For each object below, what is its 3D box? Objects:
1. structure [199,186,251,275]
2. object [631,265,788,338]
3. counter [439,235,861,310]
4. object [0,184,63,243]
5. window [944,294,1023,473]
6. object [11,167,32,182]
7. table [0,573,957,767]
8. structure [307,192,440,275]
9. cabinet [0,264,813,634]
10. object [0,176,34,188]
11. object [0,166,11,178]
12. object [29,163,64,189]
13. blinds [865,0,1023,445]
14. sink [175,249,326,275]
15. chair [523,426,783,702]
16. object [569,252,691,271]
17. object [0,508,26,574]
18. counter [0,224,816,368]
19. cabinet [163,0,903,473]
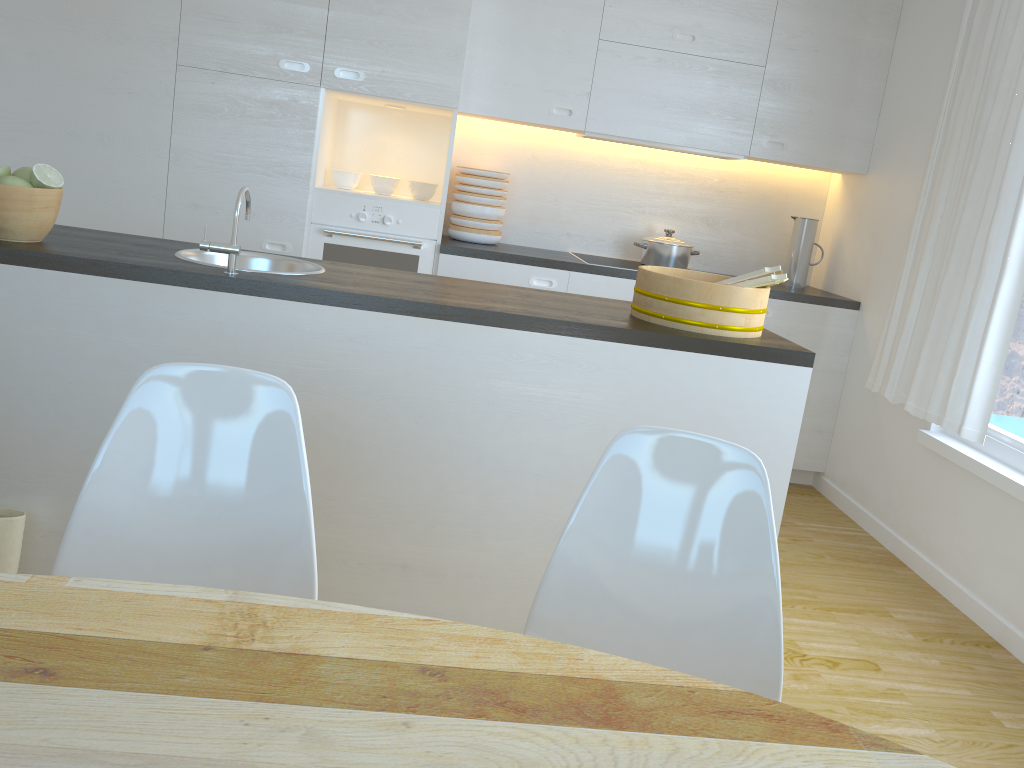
[{"bbox_3d":[-0.721,-0.399,2.252,0.097,0.213,0.164,7,11,-6],"label":"structure"},{"bbox_3d":[0.567,-0.271,2.528,0.431,0.212,0.381,13,13,21],"label":"object"},{"bbox_3d":[0.637,-0.560,4.379,1.998,0.039,0.608,7,13,-6],"label":"counter"},{"bbox_3d":[-1.254,-0.437,2.240,0.206,0.140,0.207,-3,17,-44],"label":"object"},{"bbox_3d":[2.016,-0.403,2.030,0.088,1.897,2.761,7,12,-7],"label":"window"},{"bbox_3d":[-1.239,-0.508,2.276,0.102,0.097,0.087,11,11,14],"label":"object"},{"bbox_3d":[-0.403,0.744,0.581,2.187,0.718,1.208,7,12,-8],"label":"table"},{"bbox_3d":[-0.639,-0.525,3.977,0.560,0.590,0.050,7,10,-6],"label":"structure"},{"bbox_3d":[-0.486,0.182,2.558,2.398,0.901,0.608,7,11,-6],"label":"cabinet"},{"bbox_3d":[-1.233,-0.474,2.199,0.098,0.084,0.082,-2,15,-41],"label":"object"},{"bbox_3d":[-1.303,-0.517,2.214,0.084,0.065,0.086,10,12,5],"label":"object"},{"bbox_3d":[-1.174,-0.517,2.230,0.074,0.071,0.078,12,12,18],"label":"object"},{"bbox_3d":[1.735,-0.925,3.302,0.150,2.137,0.804,7,10,-7],"label":"blinds"},{"bbox_3d":[-0.738,-0.271,2.488,0.407,0.155,0.405,17,15,34],"label":"sink"},{"bbox_3d":[0.179,0.564,1.347,0.431,0.892,0.527,11,11,13],"label":"chair"},{"bbox_3d":[0.643,-0.577,4.379,0.653,0.013,0.569,7,13,-6],"label":"object"},{"bbox_3d":[-1.215,0.488,1.700,0.470,0.496,1.205,2,14,-28],"label":"object"},{"bbox_3d":[-0.417,-0.277,2.481,2.398,0.040,0.608,7,13,-6],"label":"counter"},{"bbox_3d":[0.097,-0.926,4.201,3.198,2.277,0.486,7,10,-6],"label":"cabinet"}]
